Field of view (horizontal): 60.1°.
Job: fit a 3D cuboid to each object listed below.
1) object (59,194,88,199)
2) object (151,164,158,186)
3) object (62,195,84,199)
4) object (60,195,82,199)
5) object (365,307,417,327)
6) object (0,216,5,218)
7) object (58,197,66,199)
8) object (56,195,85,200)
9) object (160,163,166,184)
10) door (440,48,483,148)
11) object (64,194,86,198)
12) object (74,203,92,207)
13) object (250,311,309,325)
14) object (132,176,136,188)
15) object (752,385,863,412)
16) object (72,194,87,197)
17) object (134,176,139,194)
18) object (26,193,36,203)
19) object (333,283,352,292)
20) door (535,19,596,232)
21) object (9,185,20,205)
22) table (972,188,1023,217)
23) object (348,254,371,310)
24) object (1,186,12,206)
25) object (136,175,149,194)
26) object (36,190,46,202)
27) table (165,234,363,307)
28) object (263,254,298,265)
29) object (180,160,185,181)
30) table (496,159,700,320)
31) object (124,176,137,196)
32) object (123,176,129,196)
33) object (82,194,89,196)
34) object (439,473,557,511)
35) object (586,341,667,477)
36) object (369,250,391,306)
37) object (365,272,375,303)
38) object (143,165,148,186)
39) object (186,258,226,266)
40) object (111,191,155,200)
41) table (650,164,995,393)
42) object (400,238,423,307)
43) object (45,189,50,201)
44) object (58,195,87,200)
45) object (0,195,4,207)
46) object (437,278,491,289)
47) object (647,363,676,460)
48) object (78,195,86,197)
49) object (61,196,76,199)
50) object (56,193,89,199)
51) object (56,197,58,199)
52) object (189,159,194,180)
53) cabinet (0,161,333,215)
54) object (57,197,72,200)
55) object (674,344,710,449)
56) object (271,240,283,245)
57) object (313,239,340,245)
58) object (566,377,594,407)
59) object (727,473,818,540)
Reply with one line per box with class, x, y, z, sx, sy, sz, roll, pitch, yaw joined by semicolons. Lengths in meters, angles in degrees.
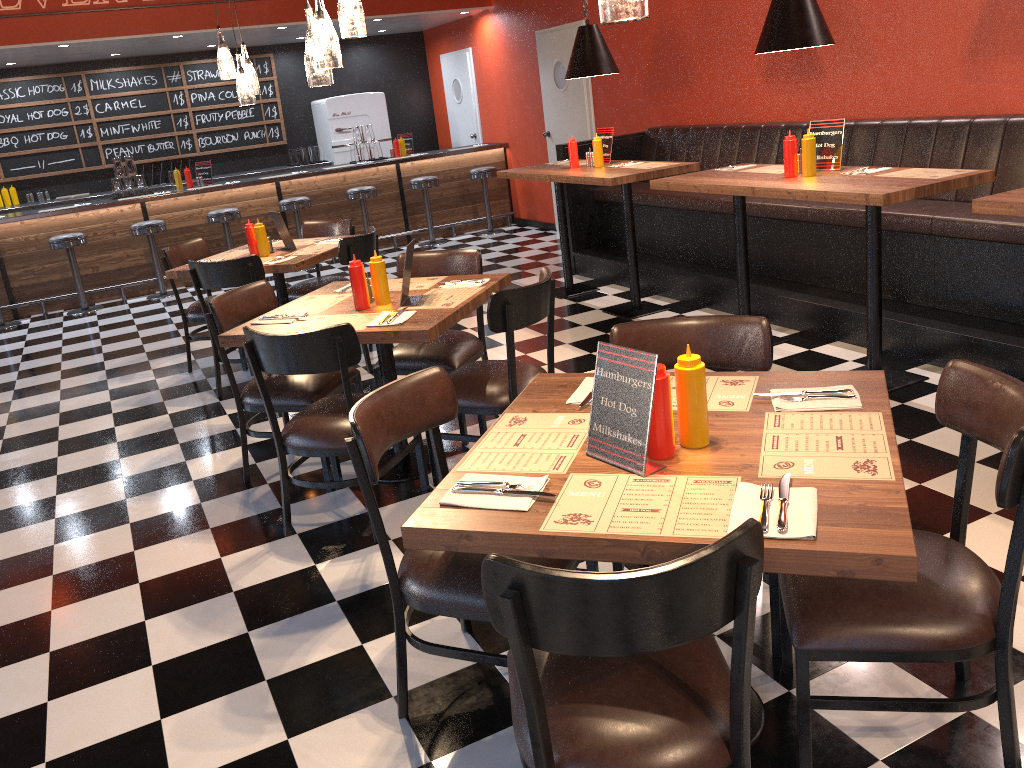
object;-5.349;-2.289;10.788;0.366;0.001;0.263;-14;19;-20
object;-4.523;-2.631;11.139;0.070;0.255;0.190;-13;18;-20
object;-5.348;-2.284;10.790;0.366;0.001;0.263;-14;19;-20
object;-5.348;-2.287;10.789;0.367;0.001;0.263;-16;20;-25
object;-0.481;-0.275;3.583;0.157;0.019;0.258;-3;19;13
object;-5.118;-1.651;8.778;0.158;0.019;0.257;-13;19;-17
object;-5.349;-2.291;10.788;0.367;0.001;0.263;-14;20;-21
object;-5.348;-2.282;10.790;0.366;0.001;0.263;-14;19;-21
object;-4.423;-2.658;11.185;0.072;0.254;0.190;-11;17;-13
door;-0.636;-3.314;11.866;0.162;2.153;1.035;-14;18;-23
object;-5.349;-2.292;10.787;0.367;0.001;0.263;-15;20;-23
object;-4.415;-1.850;9.114;0.158;0.019;0.257;-17;20;-27
object;-0.980;-0.287;3.806;0.255;0.019;0.159;-1;19;19
object;-4.722;-2.577;11.051;0.073;0.254;0.189;-16;19;-28
object;0.729;0.031;2.200;0.255;0.019;0.159;-3;19;14
object;-5.349;-2.290;10.788;0.367;0.001;0.263;-15;20;-23
object;-4.034;-2.162;9.609;0.105;0.206;0.107;-1;18;20
object;-5.786;-2.243;10.635;0.093;0.134;0.047;-4;17;10
object;-0.761;-0.474;4.291;0.157;0.019;0.258;1;20;22
door;0.593;-2.653;9.401;0.162;2.153;1.035;-14;18;-23
object;-5.938;-2.254;10.561;0.068;0.235;0.068;-14;17;-21
table;2.467;-0.106;2.857;0.698;0.988;1.706;-14;19;-23
object;-0.658;-0.439;3.797;0.068;0.235;0.068;-13;17;-18
object;-6.014;-2.233;10.527;0.068;0.235;0.068;-14;17;-22
object;-3.973;-2.137;9.511;0.105;0.206;0.107;-1;18;20
object;-5.689;-2.272;10.686;0.046;0.134;0.095;-1;18;20
table;-1.526;-0.504;5.923;0.956;0.765;0.972;-1;18;20
object;-1.419;-0.768;5.428;0.157;0.019;0.258;0;19;21
object;-4.222;-2.712;11.273;0.075;0.255;0.191;-13;18;-21
table;0.616;-1.102;6.569;0.698;0.988;1.706;-14;19;-23
object;-4.085;-2.110;9.469;0.105;0.206;0.107;-1;18;20
object;-4.140;-2.134;9.562;0.105;0.206;0.107;-1;18;20
object;-5.348;-2.286;10.789;0.366;0.001;0.263;-14;19;-19
object;-0.017;0.225;1.895;0.255;0.019;0.159;1;20;23
object;0.239;0.051;1.945;0.073;0.254;0.189;-18;20;-32
object;-0.574;-0.461;3.832;0.068;0.235;0.068;-13;17;-18
object;-0.637;-0.429;3.922;0.047;0.134;0.095;1;18;25
object;-4.622;-2.604;11.096;0.072;0.254;0.190;-13;18;-18
object;-1.950;-0.787;5.684;0.255;0.019;0.159;1;20;24
object;-4.086;-2.036;9.555;0.438;0.018;0.275;-15;20;-23
table;1.544;-0.603;4.708;0.698;0.988;1.706;-14;19;-23
object;-0.449;-0.480;3.813;0.072;0.254;0.190;-5;17;6
object;-5.604;-2.280;10.680;0.047;0.134;0.094;-16;19;-28
object;-5.347;-2.279;10.791;0.367;0.001;0.263;-15;20;-22
object;-6.086;-2.210;10.485;0.068;0.235;0.068;-15;18;-25
object;-0.236;-0.463;4.058;0.255;0.019;0.159;0;20;21
object;0.320;0.046;1.959;0.068;0.235;0.068;-13;17;-18
object;-5.348;-2.281;10.790;0.366;0.001;0.263;-13;19;-18
object;-5.348;-2.285;10.789;0.366;0.001;0.263;-14;20;-21
object;-5.349;-2.294;10.787;0.367;0.001;0.263;-15;20;-22
object;-5.349;-2.293;10.787;0.367;0.001;0.263;-15;20;-23
object;-4.123;-2.740;11.317;0.072;0.254;0.190;-13;18;-18
cabinet;-4.782;-1.877;10.945;5.306;0.987;0.681;-15;18;-23
object;-5.348;-2.280;10.791;0.367;0.001;0.263;-15;20;-23
object;0.404;0.024;1.994;0.068;0.235;0.068;-13;17;-18
object;-1.713;-0.979;6.178;0.157;0.019;0.258;1;20;23
object;-1.221;-0.952;5.912;0.255;0.019;0.159;-2;19;15
object;0.242;0.020;2.418;0.157;0.019;0.258;0;20;22
object;0.502;0.227;1.694;0.157;0.019;0.258;0;19;20
